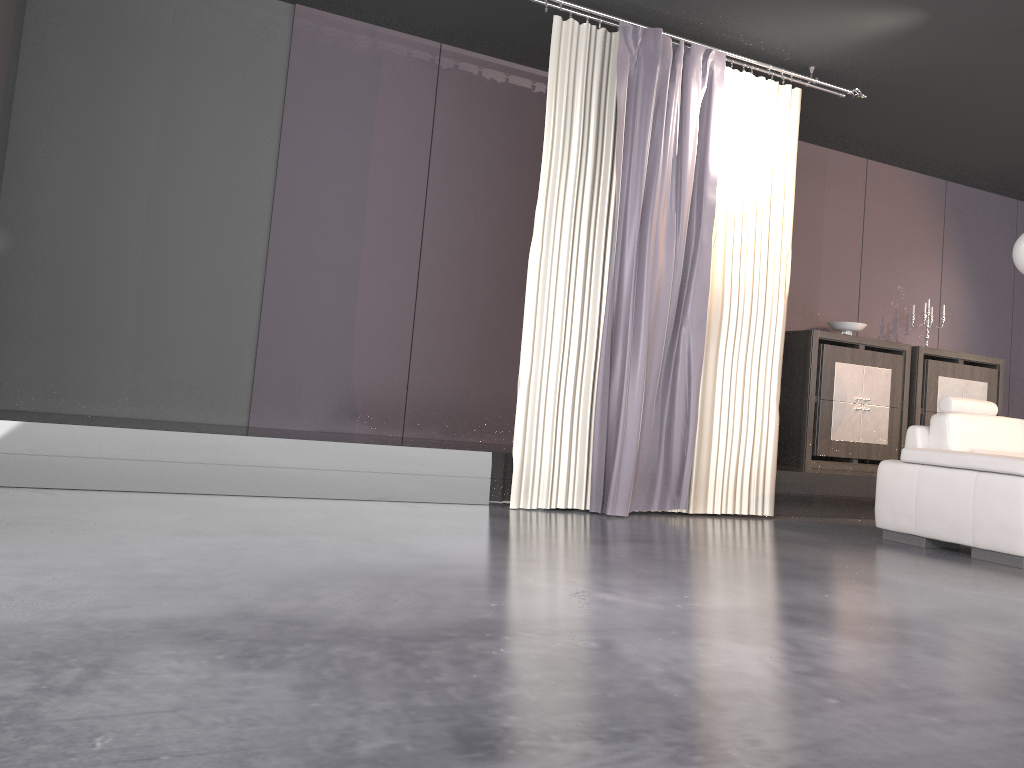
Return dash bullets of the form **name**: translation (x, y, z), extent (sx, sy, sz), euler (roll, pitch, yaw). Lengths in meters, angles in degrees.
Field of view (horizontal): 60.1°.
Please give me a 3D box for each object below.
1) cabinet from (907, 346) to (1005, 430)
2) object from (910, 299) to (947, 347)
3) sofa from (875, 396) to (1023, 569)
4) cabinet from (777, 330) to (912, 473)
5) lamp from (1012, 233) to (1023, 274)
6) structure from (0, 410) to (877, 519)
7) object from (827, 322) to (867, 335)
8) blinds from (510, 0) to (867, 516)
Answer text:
- **cabinet**: translation (3.773, 0.265, 7.724), extent (1.070, 1.079, 0.411), euler (6, -4, -25)
- **object**: translation (3.609, -0.516, 7.689), extent (0.229, 0.447, 0.229), euler (6, -4, -8)
- **sofa**: translation (3.783, 0.600, 4.906), extent (2.855, 0.861, 1.867), euler (6, -2, -25)
- **cabinet**: translation (2.724, 0.158, 7.233), extent (1.070, 1.079, 0.411), euler (6, -4, -25)
- **lamp**: translation (3.064, -1.311, 5.066), extent (0.307, 1.420, 0.305), euler (2, -5, 32)
- **structure**: translation (0.800, 0.645, 6.017), extent (8.751, 0.301, 1.000), euler (6, -2, -25)
- **object**: translation (2.762, -0.436, 7.309), extent (0.309, 0.117, 0.308), euler (5, -2, 9)
- **blinds**: translation (0.836, -0.733, 5.258), extent (3.281, 3.008, 0.248), euler (6, -4, -25)
